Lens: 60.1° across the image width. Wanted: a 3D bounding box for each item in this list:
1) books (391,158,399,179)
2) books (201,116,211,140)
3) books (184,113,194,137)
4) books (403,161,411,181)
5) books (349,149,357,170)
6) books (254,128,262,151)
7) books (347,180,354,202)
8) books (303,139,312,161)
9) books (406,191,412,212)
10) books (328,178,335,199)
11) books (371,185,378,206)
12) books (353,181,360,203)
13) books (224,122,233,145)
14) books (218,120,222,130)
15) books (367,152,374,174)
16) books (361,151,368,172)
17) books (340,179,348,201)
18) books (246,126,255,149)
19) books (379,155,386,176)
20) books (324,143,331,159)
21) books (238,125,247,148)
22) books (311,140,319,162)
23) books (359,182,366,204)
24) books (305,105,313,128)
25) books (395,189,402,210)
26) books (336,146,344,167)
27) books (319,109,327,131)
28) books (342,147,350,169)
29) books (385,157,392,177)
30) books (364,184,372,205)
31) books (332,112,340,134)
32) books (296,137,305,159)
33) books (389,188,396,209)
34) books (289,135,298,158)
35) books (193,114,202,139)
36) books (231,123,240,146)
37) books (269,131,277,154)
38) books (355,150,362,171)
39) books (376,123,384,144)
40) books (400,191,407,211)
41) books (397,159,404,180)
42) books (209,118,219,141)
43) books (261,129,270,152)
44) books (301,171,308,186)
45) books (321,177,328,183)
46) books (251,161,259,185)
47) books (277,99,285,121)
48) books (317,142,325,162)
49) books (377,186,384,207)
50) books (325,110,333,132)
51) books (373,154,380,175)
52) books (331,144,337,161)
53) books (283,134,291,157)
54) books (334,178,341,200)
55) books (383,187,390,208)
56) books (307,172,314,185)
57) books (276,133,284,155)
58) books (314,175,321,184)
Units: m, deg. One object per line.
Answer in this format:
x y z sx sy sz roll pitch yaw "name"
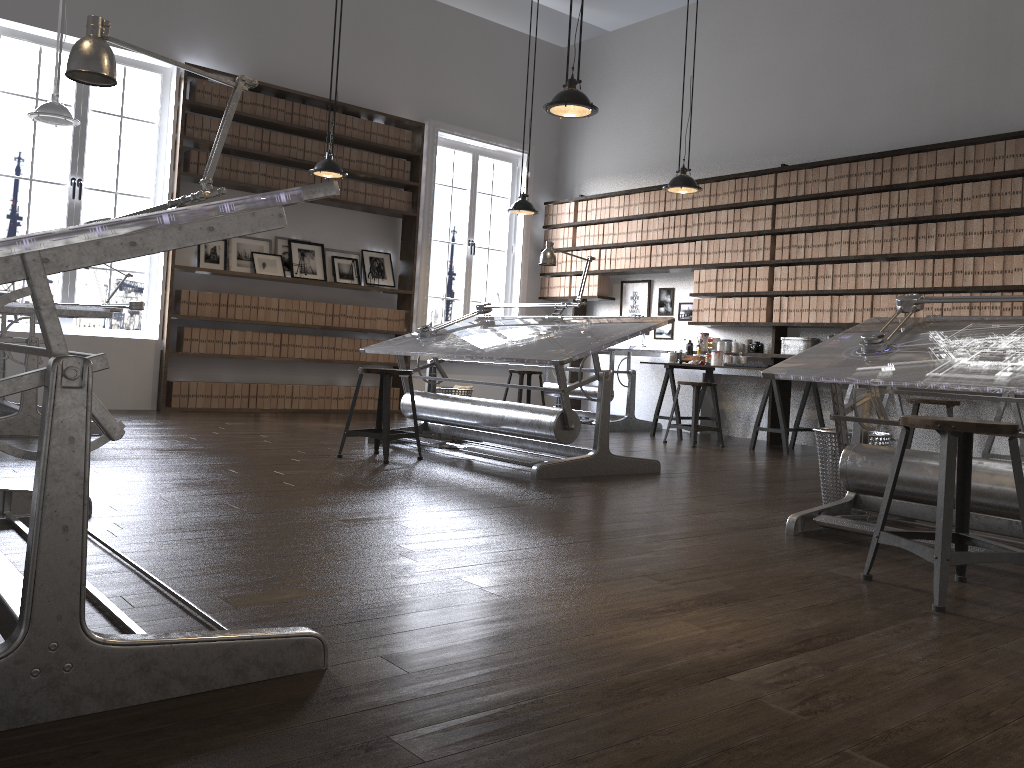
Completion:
-1.247 -2.197 9.108 0.067 0.226 0.175 4 -1 -39 "books"
-2.752 -2.251 7.875 0.067 0.226 0.175 4 -1 -39 "books"
-2.863 -2.255 7.791 0.066 0.226 0.174 4 -1 -39 "books"
-1.133 -2.193 9.205 0.066 0.226 0.175 4 -1 -39 "books"
-1.623 -2.211 8.803 0.066 0.226 0.175 4 -1 -39 "books"
-2.382 -2.238 8.184 0.066 0.226 0.175 4 -1 -39 "books"
-1.643 -1.899 8.790 0.067 0.226 0.175 4 -1 -39 "books"
-1.995 -2.224 8.495 0.067 0.226 0.175 4 -1 -39 "books"
-1.118 -1.880 9.227 0.066 0.226 0.175 4 -1 -39 "books"
-1.806 -1.905 8.659 0.066 0.226 0.174 4 -1 -39 "books"
-1.436 -1.892 8.966 0.066 0.226 0.175 4 -1 -39 "books"
-1.594 -1.898 8.836 0.066 0.226 0.175 4 -1 -39 "books"
-2.595 -2.245 8.002 0.067 0.226 0.175 4 -1 -39 "books"
-2.649 -2.247 7.963 0.066 0.226 0.175 4 -1 -39 "books"
-1.472 -2.205 8.930 0.066 0.226 0.175 4 -1 -39 "books"
-1.521 -2.207 8.882 0.067 0.226 0.175 4 -1 -39 "books"
-1.699 -1.901 8.752 0.066 0.226 0.175 4 -1 -39 "books"
-2.434 -2.240 8.136 0.066 0.226 0.174 4 -1 -39 "books"
-1.360 -2.201 9.016 0.066 0.226 0.174 4 -1 -39 "books"
-1.839 -2.218 8.622 0.067 0.226 0.175 4 -1 -39 "books"
-2.492 -2.242 8.094 0.066 0.226 0.174 4 -1 -39 "books"
-1.941 -2.222 8.542 0.066 0.226 0.175 4 -1 -39 "books"
-1.545 -1.896 8.874 0.066 0.226 0.175 4 -1 -39 "books"
-1.981 -2.542 8.496 0.066 0.226 0.175 4 -1 -39 "books"
-1.218 -1.884 9.138 0.067 0.226 0.175 4 -1 -39 "books"
-1.734 -2.215 8.714 0.066 0.226 0.175 4 -1 -39 "books"
-1.876 -2.539 8.592 0.066 0.226 0.174 4 -1 -39 "books"
-1.677 -2.213 8.755 0.067 0.226 0.175 4 -1 -39 "books"
-1.308 -2.200 9.065 0.066 0.226 0.175 4 -1 -39 "books"
-1.488 -1.894 8.918 0.067 0.226 0.175 4 -1 -39 "books"
-1.763 -2.535 8.681 0.066 0.226 0.175 4 -1 -39 "books"
-2.054 -2.226 8.449 0.066 0.226 0.174 4 -1 -39 "books"
-1.269 -1.886 9.096 0.066 0.226 0.175 4 -1 -39 "books"
-2.108 -2.228 8.401 0.066 0.226 0.175 4 -1 -39 "books"
-2.808 -2.253 7.833 0.066 0.226 0.175 4 -1 -39 "books"
-2.546 -2.244 8.049 0.066 0.226 0.175 4 -1 -39 "books"
-2.267 -2.234 8.279 0.066 0.226 0.175 4 -1 -39 "books"
-1.575 -2.209 8.844 0.066 0.226 0.175 4 -1 -39 "books"
-1.384 -2.521 8.991 0.066 0.226 0.175 4 -1 -39 "books"
-1.172 -1.882 9.181 0.066 0.226 0.175 4 -1 -39 "books"
-1.193 -2.195 9.159 0.066 0.226 0.175 4 -1 -39 "books"
-2.697 -2.249 7.922 0.066 0.226 0.175 4 -1 -39 "books"
-2.321 -2.236 8.227 0.067 0.226 0.175 4 -1 -39 "books"
-2.028 -1.913 8.480 0.066 0.226 0.175 4 -1 -39 "books"
-1.864 -1.907 8.617 0.066 0.226 0.175 4 -1 -39 "books"
-2.406 -1.926 8.169 0.066 0.226 0.175 4 -1 -39 "books"
-2.203 -2.550 8.317 0.066 0.226 0.174 4 -1 -39 "books"
-1.893 -2.220 8.583 0.066 0.226 0.175 4 -1 -39 "books"
-1.383 -1.890 9.012 0.066 0.226 0.174 4 -1 -39 "books"
-1.821 -2.537 8.635 0.066 0.226 0.175 4 -1 -39 "books"
-1.418 -2.203 8.975 0.066 0.226 0.174 4 -1 -39 "books"
-1.789 -2.217 8.671 0.066 0.226 0.174 4 -1 -39 "books"
-2.164 -2.230 8.355 0.067 0.226 0.175 4 -1 -39 "books"
-1.754 -1.903 8.707 0.066 0.226 0.174 4 -1 -39 "books"
-1.327 -1.888 9.053 0.066 0.226 0.174 4 -1 -39 "books"
-1.979 -1.911 8.523 0.066 0.226 0.175 4 -1 -39 "books"
-2.215 -2.232 8.318 0.066 0.226 0.175 4 -1 -39 "books"
-1.918 -1.909 8.566 0.067 0.226 0.175 4 -1 -39 "books"
